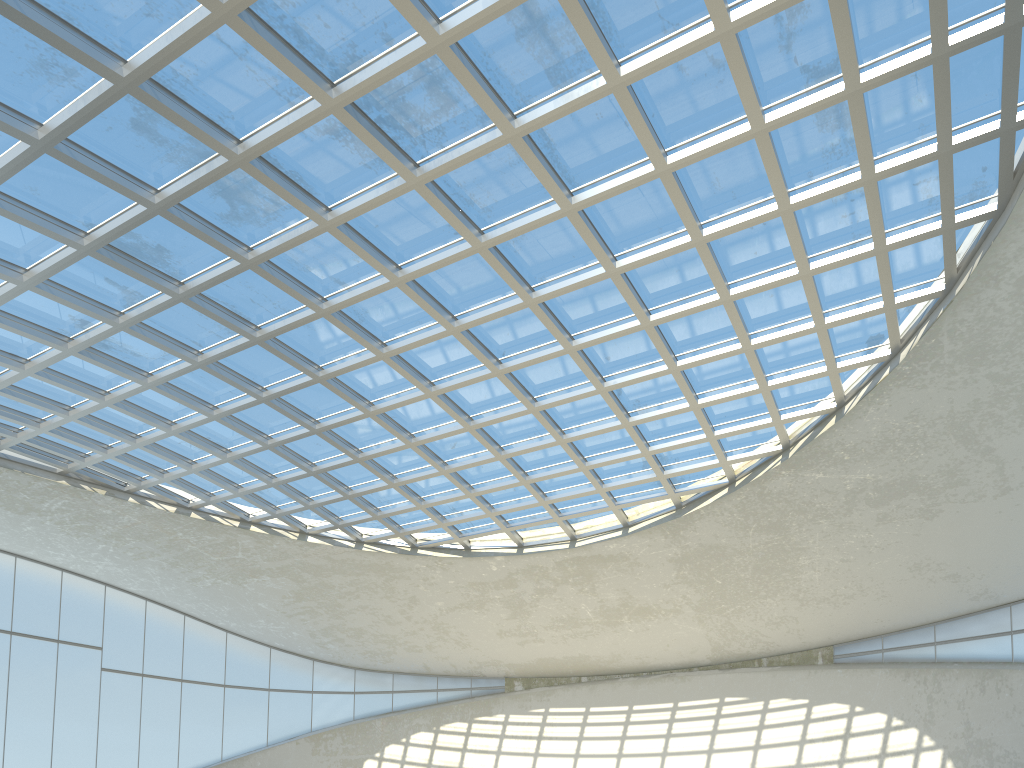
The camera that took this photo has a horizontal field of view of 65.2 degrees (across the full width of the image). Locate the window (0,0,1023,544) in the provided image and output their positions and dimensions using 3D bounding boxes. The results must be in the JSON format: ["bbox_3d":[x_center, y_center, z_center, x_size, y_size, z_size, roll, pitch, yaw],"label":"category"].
[{"bbox_3d":[-13.104,-1.449,46.358,79.688,10.163,85.702,-15,-32,26],"label":"window"}]
